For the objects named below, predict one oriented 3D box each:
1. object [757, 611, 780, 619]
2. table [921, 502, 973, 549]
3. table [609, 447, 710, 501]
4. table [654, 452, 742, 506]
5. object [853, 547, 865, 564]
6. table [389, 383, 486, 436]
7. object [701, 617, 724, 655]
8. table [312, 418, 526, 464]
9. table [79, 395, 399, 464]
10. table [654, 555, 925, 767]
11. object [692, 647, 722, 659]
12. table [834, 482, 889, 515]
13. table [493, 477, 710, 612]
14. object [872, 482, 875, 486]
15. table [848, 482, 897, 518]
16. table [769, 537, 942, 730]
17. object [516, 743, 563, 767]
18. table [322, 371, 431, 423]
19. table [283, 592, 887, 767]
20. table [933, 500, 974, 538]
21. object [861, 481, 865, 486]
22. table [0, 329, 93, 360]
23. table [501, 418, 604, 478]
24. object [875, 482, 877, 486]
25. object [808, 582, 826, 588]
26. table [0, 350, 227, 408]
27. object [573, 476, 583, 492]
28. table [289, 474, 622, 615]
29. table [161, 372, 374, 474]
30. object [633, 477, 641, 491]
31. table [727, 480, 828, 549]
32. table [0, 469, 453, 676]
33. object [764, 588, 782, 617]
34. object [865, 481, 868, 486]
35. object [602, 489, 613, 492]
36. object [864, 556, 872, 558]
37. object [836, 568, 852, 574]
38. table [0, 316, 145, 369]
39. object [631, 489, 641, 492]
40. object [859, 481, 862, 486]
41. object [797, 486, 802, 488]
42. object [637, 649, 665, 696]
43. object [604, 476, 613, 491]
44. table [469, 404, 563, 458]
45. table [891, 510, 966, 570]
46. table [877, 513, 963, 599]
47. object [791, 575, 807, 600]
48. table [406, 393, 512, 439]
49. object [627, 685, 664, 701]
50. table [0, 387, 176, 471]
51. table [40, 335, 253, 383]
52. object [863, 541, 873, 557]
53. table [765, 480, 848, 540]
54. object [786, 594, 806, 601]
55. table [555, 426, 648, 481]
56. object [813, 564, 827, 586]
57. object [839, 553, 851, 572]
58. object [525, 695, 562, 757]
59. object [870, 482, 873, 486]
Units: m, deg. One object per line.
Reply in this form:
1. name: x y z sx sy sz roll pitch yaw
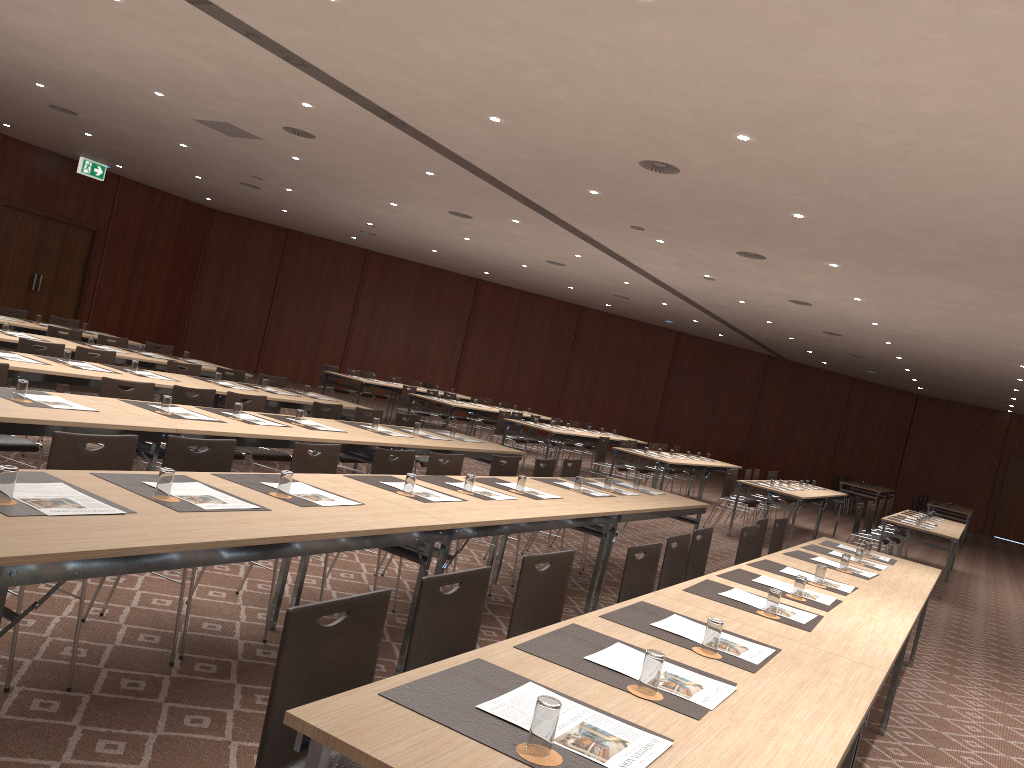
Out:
1. object: 1.121 1.010 3.879 0.102 0.001 0.102 13 1 -5
2. table: 10.629 3.432 21.680 0.952 0.833 2.269 14 1 29
3. table: 2.409 1.599 14.633 0.952 0.833 2.269 14 1 29
4. table: 3.478 1.824 16.625 0.952 0.833 2.269 14 1 29
5. object: 2.522 1.246 6.443 0.054 0.114 0.054 13 1 -5
6. table: -1.634 0.587 19.499 0.952 0.833 2.269 14 1 29
7. object: 0.685 0.861 3.032 0.054 0.114 0.054 13 1 -28
8. table: -0.888 0.909 8.493 0.952 0.833 2.269 14 1 29
9. table: -1.957 0.685 6.501 0.952 0.833 2.269 14 1 29
10. table: 1.451 1.509 4.585 0.952 0.833 2.269 14 1 29
11. object: 0.663 0.915 3.017 0.102 0.001 0.102 13 1 -5
12. table: 8.925 3.020 22.638 0.952 0.833 2.269 14 1 29
13. table: 0.816 1.321 7.535 0.952 0.833 2.269 14 1 29
14. object: 9.991 2.755 24.493 0.054 0.114 0.054 13 1 -28
15. table: 9.994 3.244 24.630 0.952 0.833 2.269 14 1 29
16. table: 2.520 1.733 6.577 0.952 0.833 2.269 14 1 29
17. object: 0.058 0.788 1.886 0.102 0.001 0.102 13 1 -5
18. table: -2.704 0.363 17.507 0.952 0.833 2.269 14 1 29
19. table: 0.381 1.285 2.593 0.952 0.833 2.269 14 1 29
20. table: 11.699 3.656 23.672 0.952 0.833 2.269 14 1 29
21. object: 8.912 2.528 22.508 0.054 0.114 0.054 13 1 -5
22. table: -5.366 -0.140 8.417 0.952 0.833 2.269 14 1 29
23. table: 0.705 1.187 15.591 0.952 0.833 2.269 14 1 29
24. object: 10.296 2.819 25.074 0.054 0.114 0.054 13 1 -28
25. object: 1.725 1.137 5.012 0.102 0.001 0.102 13 1 -5
26. table: -3.662 0.273 7.459 0.952 0.833 2.269 14 1 29
27. object: 0.511 0.769 6.834 0.054 0.114 0.054 13 1 -28
28. table: -0.253 1.097 5.543 0.952 0.833 2.269 14 1 29
29. table: -2.592 0.497 9.451 0.952 0.833 2.269 14 1 29
30. object: 1.122 0.897 7.967 0.054 0.114 0.054 13 1 -5
31. table: 4.113 2.012 13.675 0.952 0.833 2.269 14 1 29
32. table: -1.323 0.873 3.551 0.952 0.833 2.269 14 1 29
33. object: 1.143 0.956 3.885 0.054 0.114 0.054 13 1 -5
34. object: 9.222 2.594 23.079 0.054 0.114 0.054 13 1 -5
35. object: 0.797 0.887 7.396 0.102 0.001 0.102 13 1 17
36. object: 2.796 1.361 7.014 0.102 0.001 0.102 13 1 -5
37. object: 2.194 1.235 5.859 0.102 0.001 0.102 13 1 -5
38. table: -6.000 -0.328 11.367 0.952 0.833 2.269 14 1 29
39. object: 1.102 0.952 7.955 0.102 0.001 0.102 13 1 17
40. object: 8.624 2.469 21.936 0.054 0.114 0.054 13 1 -5
41. object: 4.856 1.738 14.965 0.102 0.001 0.102 13 1 -5
42. object: 0.386 0.798 2.457 0.054 0.114 0.054 13 1 -28
43. object: 0.802 0.830 7.397 0.054 0.114 0.054 13 1 -28
44. table: 0.070 0.999 18.541 0.952 0.833 2.269 14 1 29
45. table: 6.886 2.648 14.709 0.952 0.833 2.269 14 1 29
46. table: 5.817 2.424 12.717 0.952 0.833 2.269 14 1 29
47. object: 1.441 1.019 4.448 0.054 0.114 0.054 13 1 -5
48. table: -1.000 0.775 16.549 0.952 0.833 2.269 14 1 29
49. object: 0.368 0.853 2.451 0.102 0.001 0.102 13 1 -5
50. table: -3.027 0.461 4.509 0.952 0.833 2.269 14 1 29
51. table: -4.296 0.085 10.409 0.952 0.833 2.269 14 1 29
52. object: 2.816 1.307 7.021 0.054 0.114 0.054 13 1 -5
53. table: 5.182 2.236 15.667 0.952 0.833 2.269 14 1 29
54. object: 1.428 1.074 4.458 0.102 0.001 0.102 13 1 -5
55. table: 1.774 1.411 17.583 0.952 0.833 2.269 14 1 29
56. object: 1.746 1.083 5.026 0.054 0.114 0.054 13 1 -5
57. object: 2.205 1.179 5.870 0.054 0.114 0.054 13 1 -5
58. object: 0.068 0.731 1.898 0.054 0.114 0.054 13 1 -5
59. object: 9.693 2.692 23.927 0.054 0.114 0.054 13 1 -28
